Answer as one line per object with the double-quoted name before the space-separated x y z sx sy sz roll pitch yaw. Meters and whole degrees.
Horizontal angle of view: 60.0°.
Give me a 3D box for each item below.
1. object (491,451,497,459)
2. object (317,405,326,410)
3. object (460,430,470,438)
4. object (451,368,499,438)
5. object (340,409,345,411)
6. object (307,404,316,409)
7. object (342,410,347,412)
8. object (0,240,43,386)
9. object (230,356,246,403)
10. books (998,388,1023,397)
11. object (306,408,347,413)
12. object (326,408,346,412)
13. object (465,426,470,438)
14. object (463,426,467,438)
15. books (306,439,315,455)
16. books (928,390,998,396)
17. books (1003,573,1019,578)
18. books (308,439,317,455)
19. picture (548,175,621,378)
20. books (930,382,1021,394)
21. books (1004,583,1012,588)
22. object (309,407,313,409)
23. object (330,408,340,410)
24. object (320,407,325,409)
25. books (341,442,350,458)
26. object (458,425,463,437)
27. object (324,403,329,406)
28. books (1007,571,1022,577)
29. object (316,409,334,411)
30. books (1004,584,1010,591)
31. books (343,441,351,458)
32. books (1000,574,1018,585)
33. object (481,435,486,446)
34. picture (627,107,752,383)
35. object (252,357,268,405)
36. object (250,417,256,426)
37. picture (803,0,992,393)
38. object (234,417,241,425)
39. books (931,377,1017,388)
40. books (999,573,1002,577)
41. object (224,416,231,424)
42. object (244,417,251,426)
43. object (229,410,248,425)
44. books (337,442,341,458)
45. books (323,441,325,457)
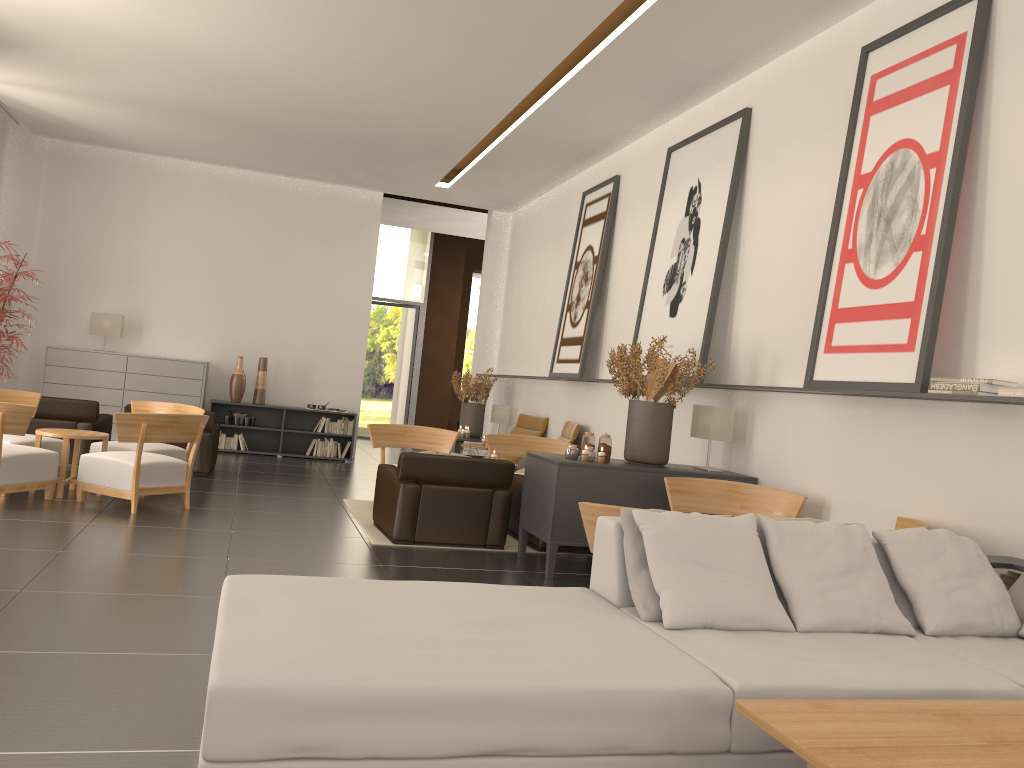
"object" -0.258 1.035 12.672 0.076 0.187 0.076 5 -1 23
"object" -4.256 0.524 19.843 0.188 0.082 0.188 6 -1 -2
"object" -0.979 1.047 18.698 0.207 0.187 0.111 6 -1 -29
"object" -0.898 0.374 19.363 0.928 1.554 1.585 6 -1 12
"object" -3.899 0.562 19.795 0.515 0.015 0.014 6 -1 42
"object" -4.472 0.502 19.785 0.188 0.082 0.188 5 -1 34
"object" -3.712 0.600 19.602 0.112 0.040 0.034 6 -1 -27
"object" -7.850 -0.470 13.095 1.488 3.399 1.771 7 -2 -31
"object" -5.868 -0.095 19.012 0.327 0.992 0.326 6 -1 7
"books" 3.752 0.081 6.316 0.300 0.064 0.407 6 -1 -26
"object" -4.110 0.582 19.687 0.893 0.003 0.671 6 0 -14
"object" -3.906 0.585 19.781 0.405 0.034 0.293 6 -1 31
"object" -0.934 1.019 18.724 0.104 0.254 0.104 5 -2 34
"object" -0.986 1.015 18.838 0.104 0.254 0.104 5 -2 34
"books" -4.422 1.381 19.453 0.153 0.361 0.249 6 -1 -16
"books" 3.581 0.084 6.913 0.376 0.032 0.504 6 0 -16
"books" 3.603 1.499 6.380 0.028 0.231 0.179 6 -1 -16
"books" -4.394 1.378 19.460 0.156 0.371 0.252 6 -1 -16
"picture" 1.255 -1.828 15.674 0.384 3.495 1.600 6 -1 -16
"books" 3.601 0.038 6.907 0.391 0.063 0.498 6 0 -16
"books" 3.512 1.516 6.322 0.039 0.177 0.119 6 -1 -16
"object" -4.450 0.523 19.572 0.112 0.040 0.034 6 -1 28
"object" -3.924 0.559 19.747 0.014 0.015 0.515 7 -1 -40
"object" -4.274 0.533 19.577 0.291 0.058 0.086 6 -1 -29
"books" -3.701 1.457 19.664 0.153 0.361 0.249 6 -1 -16
"object" -1.096 1.003 18.779 0.108 0.254 0.108 5 -2 38
"object" -4.214 0.478 19.888 0.086 0.152 0.261 5 -1 41
"books" 3.634 1.490 6.383 0.028 0.254 0.168 6 -1 -16
"object" -4.119 0.571 19.489 0.514 0.015 0.014 6 -1 -18
"books" 3.474 1.512 6.310 0.039 0.177 0.119 6 -1 -16
"books" -3.672 1.454 19.671 0.156 0.371 0.252 6 -1 -16
"books" 3.551 1.492 6.340 0.039 0.234 0.133 6 -1 -16
"object" -0.512 1.036 16.228 0.080 0.187 0.080 5 -2 38
"picture" 2.328 -1.746 12.005 0.384 3.495 2.193 6 -1 -16
"object" -5.476 -0.069 19.357 0.262 1.026 0.262 6 -1 -13
"object" -5.644 0.820 19.273 0.135 0.179 0.136 6 -1 -10
"picture" 3.466 -1.658 8.108 0.384 3.495 1.600 6 -1 -16
"object" -5.881 0.793 18.960 0.135 0.179 0.136 6 -1 -15
"books" 3.591 -0.014 6.907 0.299 0.040 0.526 6 0 -26
"books" 3.570 1.495 6.371 0.014 0.231 0.181 6 -1 -16
"object" -6.093 0.771 18.975 0.135 0.179 0.136 6 -1 -15
"object" -5.691 0.813 19.045 0.135 0.179 0.135 5 -2 44
"object" -5.927 0.724 19.164 0.413 0.310 0.142 6 -1 -2
"books" -3.832 1.461 19.631 0.106 0.326 0.238 6 -1 -16
"books" -4.155 1.428 19.543 0.018 0.319 0.227 6 -1 -16
